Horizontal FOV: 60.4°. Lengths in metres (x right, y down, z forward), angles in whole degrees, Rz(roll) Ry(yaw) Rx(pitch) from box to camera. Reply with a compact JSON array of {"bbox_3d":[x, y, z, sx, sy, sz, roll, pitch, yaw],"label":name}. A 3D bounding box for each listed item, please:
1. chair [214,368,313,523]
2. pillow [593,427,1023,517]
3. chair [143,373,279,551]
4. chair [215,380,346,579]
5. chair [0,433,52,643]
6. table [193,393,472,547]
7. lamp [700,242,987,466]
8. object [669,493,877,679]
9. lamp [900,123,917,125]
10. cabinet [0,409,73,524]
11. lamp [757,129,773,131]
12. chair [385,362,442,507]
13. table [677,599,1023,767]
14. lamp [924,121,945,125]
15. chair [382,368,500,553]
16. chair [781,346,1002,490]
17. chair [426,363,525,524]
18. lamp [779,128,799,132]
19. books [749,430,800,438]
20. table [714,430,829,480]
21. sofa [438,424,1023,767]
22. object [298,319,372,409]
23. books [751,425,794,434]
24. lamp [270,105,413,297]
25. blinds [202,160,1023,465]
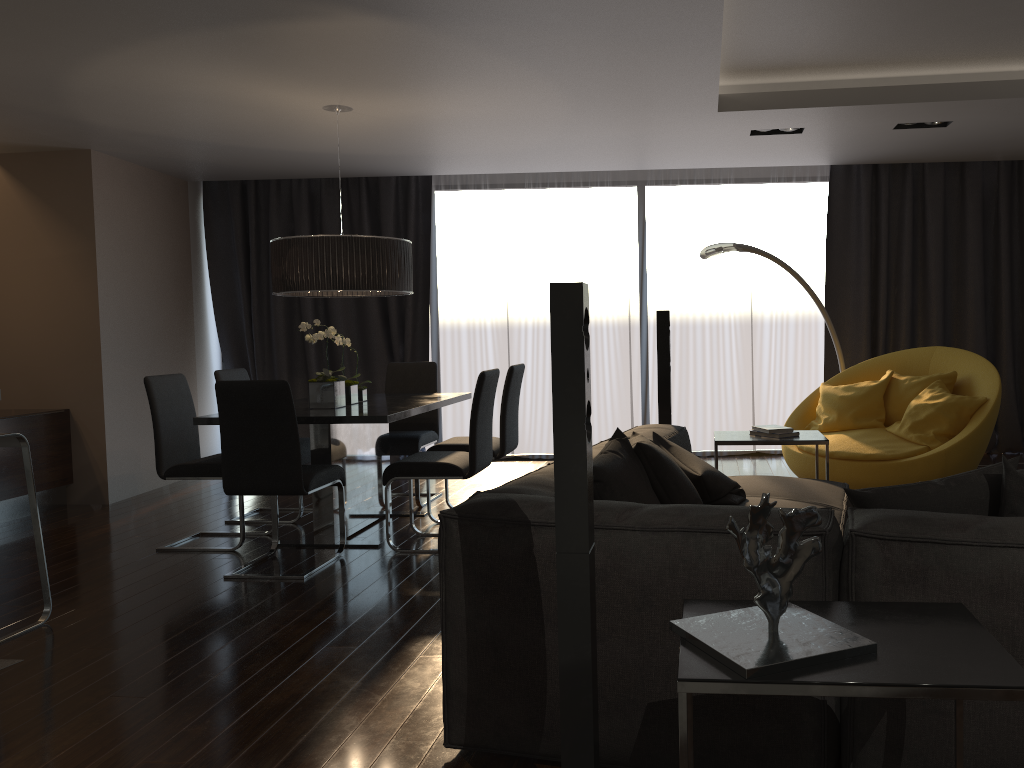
[{"bbox_3d":[-1.553,0.380,5.706,0.564,0.964,0.434,-1,3,9],"label":"chair"},{"bbox_3d":[0.823,0.375,2.850,1.106,0.431,2.005,-3,4,-27],"label":"pillow"},{"bbox_3d":[-1.705,0.425,5.011,0.564,0.964,0.434,-1,3,9],"label":"chair"},{"bbox_3d":[-1.163,0.446,4.458,0.421,0.964,0.581,-1,3,10],"label":"chair"},{"bbox_3d":[-2.188,0.607,3.483,0.414,0.800,0.437,-1,3,10],"label":"chair"},{"bbox_3d":[-0.951,0.495,5.295,1.024,0.760,1.628,-1,3,11],"label":"table"},{"bbox_3d":[3.430,-0.209,7.034,4.346,1.778,0.566,-2,3,-14],"label":"lamp"},{"bbox_3d":[0.492,0.351,1.689,0.295,0.287,0.274,-3,3,-21],"label":"object"},{"bbox_3d":[2.675,-1.786,5.936,0.169,0.077,0.185,1,4,28],"label":"lamp"},{"bbox_3d":[-2.425,-0.189,2.631,4.378,2.499,7.034,-1,3,11],"label":"cabinet"},{"bbox_3d":[1.728,-1.773,6.042,0.176,0.077,0.178,-1,3,4],"label":"lamp"},{"bbox_3d":[-0.770,0.338,6.144,0.421,0.964,0.581,-1,3,10],"label":"chair"},{"bbox_3d":[0.636,0.771,1.725,0.592,0.563,0.457,-1,3,9],"label":"table"},{"bbox_3d":[2.852,-1.789,5.916,0.171,0.077,0.183,0,4,22],"label":"lamp"},{"bbox_3d":[-0.370,0.406,4.861,0.564,0.964,0.434,-1,3,9],"label":"chair"},{"bbox_3d":[2.524,0.264,5.919,1.185,1.005,1.455,-3,4,-24],"label":"chair"},{"bbox_3d":[-0.217,0.362,5.556,0.564,0.964,0.434,-1,3,9],"label":"chair"},{"bbox_3d":[1.905,-1.776,6.023,0.171,0.077,0.183,0,4,22],"label":"lamp"},{"bbox_3d":[1.459,0.274,4.897,0.171,0.023,0.220,-3,4,-31],"label":"books"},{"bbox_3d":[1.436,0.567,4.915,0.592,0.563,0.457,-1,3,9],"label":"table"},{"bbox_3d":[1.434,0.595,3.191,2.648,0.703,2.567,0,4,19],"label":"sofa"},{"bbox_3d":[-1.055,-0.129,5.175,0.307,0.501,0.580,-1,3,8],"label":"object"},{"bbox_3d":[1.452,0.251,4.909,0.159,0.022,0.199,-2,3,-14],"label":"books"},{"bbox_3d":[-1.011,-1.082,5.202,0.766,1.102,0.843,1,4,34],"label":"lamp"},{"bbox_3d":[1.052,-0.748,7.711,7.501,2.893,0.747,-1,3,-1],"label":"blinds"}]
